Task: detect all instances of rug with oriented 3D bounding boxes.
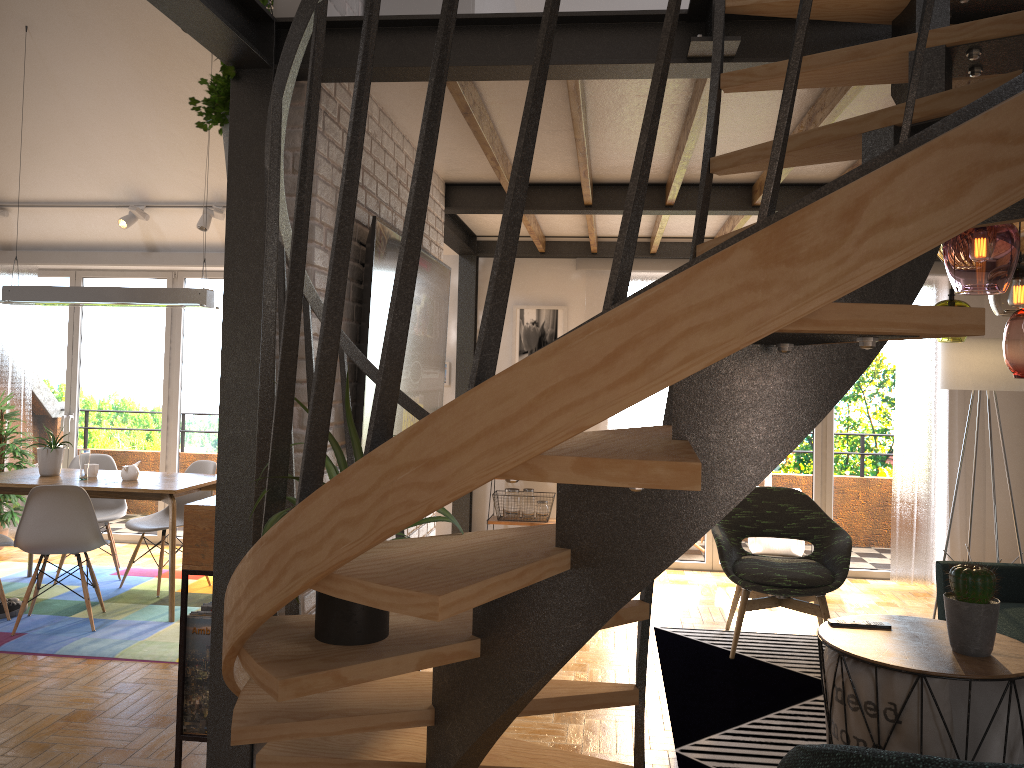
[{"bbox_3d":[1.484,1.463,3.381,1.700,0.010,3.498,1,1,6],"label":"rug"},{"bbox_3d":[-2.666,1.329,5.411,2.782,0.024,1.936,1,1,6],"label":"rug"}]

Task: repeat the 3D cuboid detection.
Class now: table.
[{"bbox_3d":[1.362,1.119,2.926,0.680,0.687,0.681,2,-1,-44],"label":"table"},{"bbox_3d":[-2.576,0.960,5.497,1.466,0.756,0.850,1,-1,6],"label":"table"}]

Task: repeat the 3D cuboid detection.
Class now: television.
[{"bbox_3d":[-0.444,-0.093,3.784,0.085,0.992,1.466,1,0,6],"label":"television"}]

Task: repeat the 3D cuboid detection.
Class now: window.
[{"bbox_3d":[-1.118,-0.827,2.840,7.784,4.471,8.624,1,0,6],"label":"window"}]

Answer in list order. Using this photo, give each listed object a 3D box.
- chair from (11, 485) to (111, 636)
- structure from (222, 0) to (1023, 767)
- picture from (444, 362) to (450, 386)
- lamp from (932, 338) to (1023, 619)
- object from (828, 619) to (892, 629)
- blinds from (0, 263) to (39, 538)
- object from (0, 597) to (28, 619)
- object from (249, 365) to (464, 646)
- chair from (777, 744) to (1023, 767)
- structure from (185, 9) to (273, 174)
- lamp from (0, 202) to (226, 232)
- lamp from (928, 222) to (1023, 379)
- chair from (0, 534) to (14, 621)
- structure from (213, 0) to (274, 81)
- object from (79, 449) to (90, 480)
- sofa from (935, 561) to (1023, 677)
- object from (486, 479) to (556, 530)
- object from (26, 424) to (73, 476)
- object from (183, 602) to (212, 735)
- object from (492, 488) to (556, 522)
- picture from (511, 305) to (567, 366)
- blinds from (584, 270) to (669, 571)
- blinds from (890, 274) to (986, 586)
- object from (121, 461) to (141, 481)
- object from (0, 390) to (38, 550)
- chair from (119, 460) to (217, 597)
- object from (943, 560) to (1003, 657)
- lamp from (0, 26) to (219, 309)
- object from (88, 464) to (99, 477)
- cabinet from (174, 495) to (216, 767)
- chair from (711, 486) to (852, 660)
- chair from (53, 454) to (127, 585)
[{"bbox_3d":[-3.167,-0.020,3.288,3.490,2.689,4.015,1,0,7],"label":"chair"},{"bbox_3d":[0.340,-0.440,2.059,2.249,3.823,1.625,1,-2,21],"label":"structure"},{"bbox_3d":[-0.604,-0.083,6.809,0.251,0.184,0.023,1,-2,6],"label":"picture"},{"bbox_3d":[2.367,0.618,4.012,0.571,1.720,2.356,1,0,15],"label":"lamp"},{"bbox_3d":[1.220,0.842,3.113,0.207,0.013,0.051,1,0,6],"label":"object"},{"bbox_3d":[-4.211,0.095,7.185,0.695,2.289,0.138,1,-2,3],"label":"blinds"},{"bbox_3d":[-2.940,1.240,5.044,0.259,0.156,0.300,1,0,41],"label":"object"},{"bbox_3d":[-0.322,0.248,1.948,0.457,0.592,0.527,2,-1,-6],"label":"object"},{"bbox_3d":[0.898,0.985,1.527,0.897,0.965,0.900,2,-1,-8],"label":"chair"},{"bbox_3d":[-0.885,-0.968,3.037,0.423,0.653,0.437,1,-1,36],"label":"structure"},{"bbox_3d":[-2.473,-1.247,6.651,3.490,0.262,0.207,1,-1,7],"label":"lamp"},{"bbox_3d":[1.533,-0.530,3.087,0.490,1.015,0.618,3,-2,-44],"label":"lamp"},{"bbox_3d":[-3.097,0.910,4.976,0.542,0.802,0.465,2,-2,-36],"label":"chair"},{"bbox_3d":[-0.709,-1.730,2.936,0.458,1.873,1.304,1,-1,3],"label":"structure"},{"bbox_3d":[-2.605,0.491,5.395,0.062,0.184,0.062,2,-2,-30],"label":"object"},{"bbox_3d":[2.392,1.091,3.420,0.824,0.783,1.972,1,0,6],"label":"sofa"},{"bbox_3d":[0.093,0.857,6.376,0.579,1.080,0.630,1,-1,6],"label":"object"},{"bbox_3d":[-2.892,0.411,5.566,0.214,0.330,0.233,1,-1,12],"label":"object"},{"bbox_3d":[-0.907,1.110,3.800,0.404,0.575,1.312,1,0,6],"label":"object"},{"bbox_3d":[0.086,0.863,6.346,0.439,0.216,0.238,1,-1,6],"label":"object"},{"bbox_3d":[0.206,-0.308,6.726,0.415,0.576,0.022,1,-2,6],"label":"picture"},{"bbox_3d":[0.833,0.225,6.587,0.667,2.285,0.123,1,-2,7],"label":"blinds"},{"bbox_3d":[3.069,0.285,6.338,0.667,2.289,0.123,1,-2,6],"label":"blinds"},{"bbox_3d":[-2.339,0.537,5.456,0.107,0.106,0.178,1,0,33],"label":"object"},{"bbox_3d":[-3.957,0.662,6.722,0.715,1.261,0.667,2,-2,-26],"label":"object"},{"bbox_3d":[-2.238,0.923,5.838,0.465,0.802,0.542,1,-1,33],"label":"chair"},{"bbox_3d":[1.472,0.711,2.835,0.173,0.296,0.190,2,-1,-20],"label":"object"},{"bbox_3d":[-2.509,-1.396,5.575,1.346,1.822,0.269,1,-2,6],"label":"lamp"},{"bbox_3d":[-2.637,0.543,5.552,0.078,0.077,0.077,1,-1,24],"label":"object"},{"bbox_3d":[-0.920,0.915,3.766,0.456,0.964,1.264,1,0,6],"label":"cabinet"},{"bbox_3d":[1.496,1.034,4.953,0.752,0.831,0.782,1,-1,13],"label":"chair"},{"bbox_3d":[-2.892,0.905,6.077,0.464,0.802,0.542,2,-1,-25],"label":"chair"}]
